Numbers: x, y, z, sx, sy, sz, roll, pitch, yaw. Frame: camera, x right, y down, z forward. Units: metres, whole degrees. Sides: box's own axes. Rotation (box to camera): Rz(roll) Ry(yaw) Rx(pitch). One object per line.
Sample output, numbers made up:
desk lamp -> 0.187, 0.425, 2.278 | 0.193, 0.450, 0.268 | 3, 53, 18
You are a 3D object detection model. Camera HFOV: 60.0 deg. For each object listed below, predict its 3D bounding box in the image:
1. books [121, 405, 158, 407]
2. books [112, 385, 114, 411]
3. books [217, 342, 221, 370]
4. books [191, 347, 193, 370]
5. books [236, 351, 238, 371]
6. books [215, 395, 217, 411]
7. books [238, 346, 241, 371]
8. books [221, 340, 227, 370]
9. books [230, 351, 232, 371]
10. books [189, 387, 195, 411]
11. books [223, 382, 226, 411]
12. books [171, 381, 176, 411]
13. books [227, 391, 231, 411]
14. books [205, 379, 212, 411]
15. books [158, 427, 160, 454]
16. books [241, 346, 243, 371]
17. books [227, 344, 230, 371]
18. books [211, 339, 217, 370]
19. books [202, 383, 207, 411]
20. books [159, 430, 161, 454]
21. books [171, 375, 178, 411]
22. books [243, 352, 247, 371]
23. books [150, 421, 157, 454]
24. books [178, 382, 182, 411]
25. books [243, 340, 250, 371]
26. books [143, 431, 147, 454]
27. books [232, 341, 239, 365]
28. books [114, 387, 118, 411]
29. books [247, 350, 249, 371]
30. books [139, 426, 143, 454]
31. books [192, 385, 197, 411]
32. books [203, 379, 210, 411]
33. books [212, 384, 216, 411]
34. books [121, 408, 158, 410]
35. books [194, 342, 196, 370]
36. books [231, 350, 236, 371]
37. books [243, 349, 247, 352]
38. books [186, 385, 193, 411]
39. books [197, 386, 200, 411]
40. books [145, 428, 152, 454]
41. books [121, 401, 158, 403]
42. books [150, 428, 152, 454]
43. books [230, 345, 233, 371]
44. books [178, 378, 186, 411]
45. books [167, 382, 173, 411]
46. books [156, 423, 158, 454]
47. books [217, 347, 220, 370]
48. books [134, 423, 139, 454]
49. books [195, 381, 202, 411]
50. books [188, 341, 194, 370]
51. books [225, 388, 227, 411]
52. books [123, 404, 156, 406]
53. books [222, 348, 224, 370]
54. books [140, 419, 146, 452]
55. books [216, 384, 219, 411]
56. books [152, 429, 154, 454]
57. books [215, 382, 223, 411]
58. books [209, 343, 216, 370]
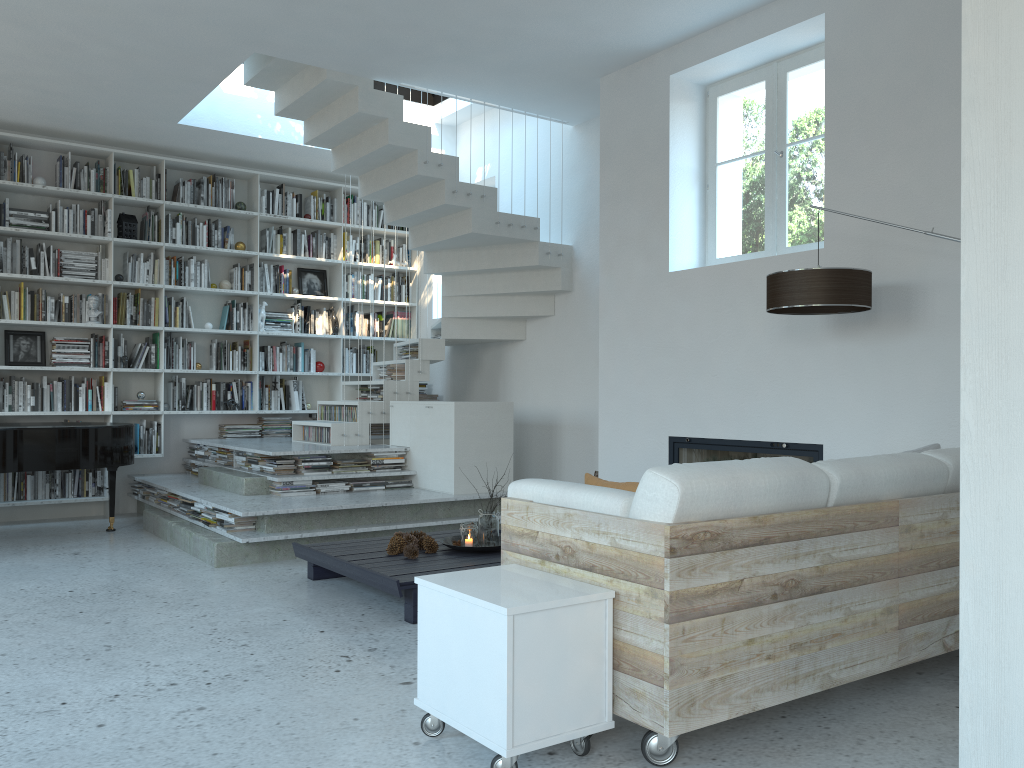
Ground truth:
books -> -3.262, 0.194, 7.765 | 0.285, 0.012, 0.159 | 1, -1, -32
books -> -3.480, 0.120, 7.688 | 0.027, 0.229, 0.141 | 0, 0, -35
books -> -2.725, -0.253, 8.216 | 0.015, 0.262, 0.149 | 0, 0, -35
books -> -2.932, -0.228, 8.060 | 0.014, 0.207, 0.180 | 0, 0, -35
books -> -2.598, -0.211, 8.287 | 0.019, 0.183, 0.190 | 0, 0, -35
books -> -2.759, 0.126, 8.193 | 0.025, 0.238, 0.156 | 0, 0, -35
books -> -2.580, -0.234, 8.303 | 0.018, 0.229, 0.181 | 0, 0, -35
books -> -2.682, -0.263, 8.253 | 0.007, 0.285, 0.159 | 0, 0, -35
books -> -2.642, -0.212, 8.249 | 0.018, 0.182, 0.182 | 0, 0, -35
books -> -2.920, 0.134, 8.072 | 0.011, 0.217, 0.175 | 0, 0, -35
books -> -2.699, 0.114, 8.232 | 0.026, 0.263, 0.169 | 0, 0, -35
books -> -3.049, 0.109, 7.960 | 0.023, 0.262, 0.186 | 0, 0, -35
books -> -2.657, 0.156, 8.256 | 0.025, 0.181, 0.169 | 0, 0, -35
books -> -2.789, 0.098, 8.151 | 0.012, 0.293, 0.175 | 0, 0, -35
books -> -3.131, 0.494, 7.812 | 0.013, 0.233, 0.149 | 0, 0, -35
books -> -2.558, -0.235, 8.334 | 0.021, 0.232, 0.155 | 0, 0, -35
books -> -2.657, -0.246, 8.239 | 0.018, 0.251, 0.184 | 0, 0, -35
books -> -2.758, -0.267, 8.209 | 0.016, 0.289, 0.131 | 0, 0, -35
books -> -2.836, 0.117, 8.122 | 0.025, 0.252, 0.181 | 0, 0, -35
books -> -3.128, 0.508, 7.829 | 0.012, 0.206, 0.160 | 0, 0, -35
books -> -3.036, 0.082, 7.970 | 0.010, 0.316, 0.186 | 0, 0, -35
books -> -2.528, -0.209, 8.323 | 0.016, 0.180, 0.189 | 0, 0, -35
books -> -3.152, 0.468, 7.787 | 0.021, 0.285, 0.172 | 0, 0, -35
books -> -3.011, 0.112, 7.989 | 0.023, 0.256, 0.178 | 0, 0, -35
books -> -2.501, -0.266, 8.356 | 0.007, 0.295, 0.162 | 0, 0, -35
books -> -3.217, 0.508, 7.764 | 0.013, 0.202, 0.139 | 0, 0, -35
books -> -2.590, -0.257, 8.297 | 0.006, 0.274, 0.173 | 0, 0, -35
books -> -3.458, 0.129, 7.707 | 0.030, 0.210, 0.136 | 0, 0, -35
books -> -2.514, -0.220, 8.356 | 0.013, 0.204, 0.158 | 0, 0, -35
books -> -3.244, 0.486, 7.723 | 0.014, 0.246, 0.176 | 0, 0, -35
books -> -2.909, 0.125, 8.092 | 0.029, 0.234, 0.142 | 0, 0, -35
books -> -2.811, 0.102, 8.162 | 0.012, 0.285, 0.159 | 0, 0, -35
books -> -2.773, 0.122, 8.166 | 0.031, 0.244, 0.184 | 0, 0, -35
books -> -3.264, 0.218, 7.769 | 0.285, 0.012, 0.159 | 1, -1, -30
books -> -2.913, -0.249, 8.080 | 0.013, 0.251, 0.172 | 0, 0, -35
books -> -2.614, -0.217, 8.281 | 0.015, 0.195, 0.175 | 0, 0, -35
books -> -2.531, -0.221, 8.355 | 0.016, 0.205, 0.141 | 0, 0, -35
books -> -2.950, 0.126, 8.049 | 0.065, 0.231, 0.162 | 0, 0, -35
books -> -2.885, 0.129, 8.104 | 0.024, 0.228, 0.159 | 0, 0, -35
books -> -3.186, 0.497, 7.755 | 0.026, 0.225, 0.175 | 0, 0, -35
books -> -3.263, 0.158, 7.767 | 0.285, 0.012, 0.159 | 1, -1, -31
books -> -3.180, 0.497, 7.779 | 0.012, 0.225, 0.149 | 0, 0, -35
books -> -2.644, -0.242, 8.284 | 0.030, 0.244, 0.135 | 0, 0, -35
books -> -2.989, 0.094, 8.003 | 0.030, 0.294, 0.188 | 0, 0, -35
books -> -3.075, 0.113, 7.966 | 0.012, 0.254, 0.161 | 0, 0, -35
books -> -3.150, 0.475, 7.815 | 0.015, 0.271, 0.157 | 0, 0, -35
books -> -2.729, -0.230, 8.195 | 0.016, 0.216, 0.177 | 0, 0, -35
books -> -3.267, 0.477, 7.717 | 0.005, 0.264, 0.162 | 0, 0, -35
books -> -2.868, 0.109, 8.112 | 0.014, 0.268, 0.171 | 0, 0, -35
books -> -2.923, -0.254, 8.072 | 0.014, 0.261, 0.142 | 0, 0, -35
books -> -2.680, 0.140, 8.248 | 0.022, 0.211, 0.135 | 0, 0, -35
books -> -3.264, 0.182, 7.768 | 0.254, 0.012, 0.161 | 1, -1, -30
books -> -2.710, -0.225, 8.249 | 0.031, 0.208, 0.122 | 0, 0, -35
books -> -3.236, 0.459, 7.752 | 0.032, 0.300, 0.149 | 0, 0, -35
books -> -2.744, 0.124, 8.212 | 0.021, 0.242, 0.131 | 0, 0, -35
books -> -3.161, 0.504, 7.772 | 0.011, 0.212, 0.178 | 0, 0, -35
books -> -2.715, 0.114, 8.212 | 0.026, 0.262, 0.173 | 0, 0, -35
books -> -2.765, -0.248, 8.189 | 0.019, 0.251, 0.130 | 0, 0, -35
